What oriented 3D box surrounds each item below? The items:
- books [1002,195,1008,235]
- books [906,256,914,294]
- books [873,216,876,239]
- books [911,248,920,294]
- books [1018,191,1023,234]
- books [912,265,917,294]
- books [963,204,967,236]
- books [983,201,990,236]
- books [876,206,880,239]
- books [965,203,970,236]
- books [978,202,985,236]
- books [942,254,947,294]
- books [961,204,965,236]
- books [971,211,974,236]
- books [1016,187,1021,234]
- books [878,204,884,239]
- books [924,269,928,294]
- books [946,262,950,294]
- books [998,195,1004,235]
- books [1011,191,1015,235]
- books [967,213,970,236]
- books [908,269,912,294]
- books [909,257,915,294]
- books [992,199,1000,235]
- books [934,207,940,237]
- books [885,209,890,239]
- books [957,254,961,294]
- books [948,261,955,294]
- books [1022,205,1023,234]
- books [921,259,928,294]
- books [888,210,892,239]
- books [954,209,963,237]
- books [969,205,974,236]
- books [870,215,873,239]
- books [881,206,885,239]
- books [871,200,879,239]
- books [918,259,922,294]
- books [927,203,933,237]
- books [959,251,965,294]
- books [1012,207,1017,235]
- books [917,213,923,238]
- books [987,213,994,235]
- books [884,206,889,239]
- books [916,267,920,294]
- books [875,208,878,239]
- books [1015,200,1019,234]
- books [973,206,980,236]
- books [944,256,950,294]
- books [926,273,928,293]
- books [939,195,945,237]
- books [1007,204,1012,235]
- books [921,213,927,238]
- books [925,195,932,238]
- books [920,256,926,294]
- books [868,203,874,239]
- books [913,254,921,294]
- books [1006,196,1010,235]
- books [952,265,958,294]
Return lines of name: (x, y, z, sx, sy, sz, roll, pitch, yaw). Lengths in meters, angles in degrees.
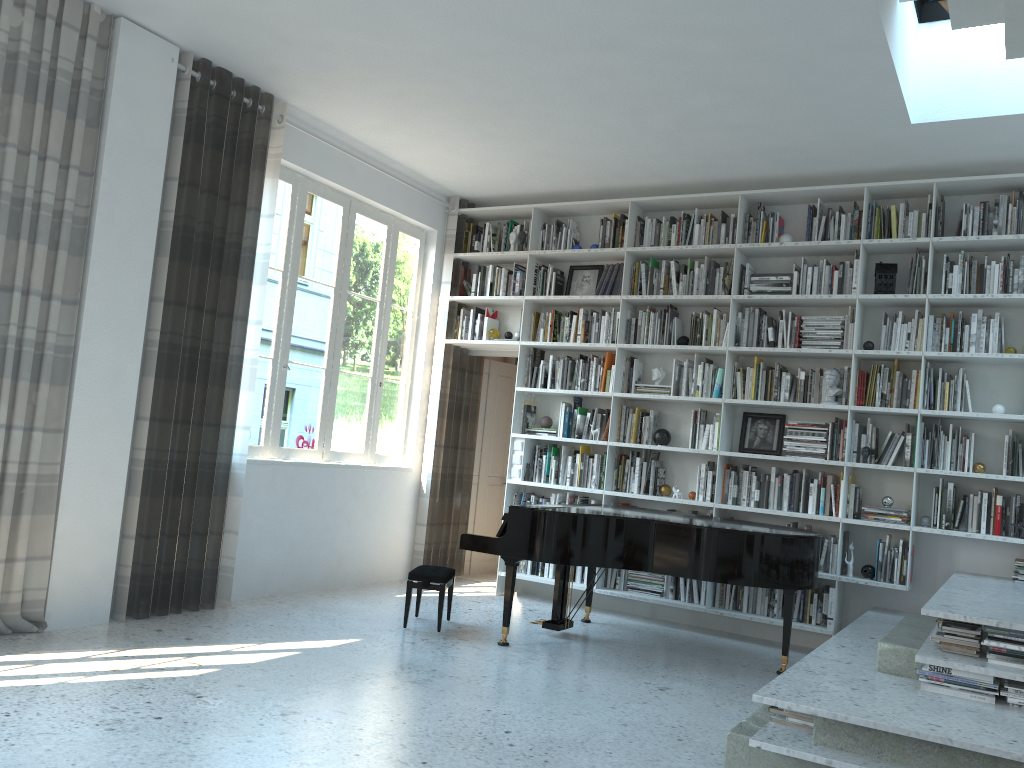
books: (3.139, -1.036, 5.649, 0.017, 0.295, 0.139, 3, -4, 30)
books: (2.629, -0.690, 5.855, 0.021, 0.272, 0.190, 3, -4, 30)
books: (2.473, -1.022, 6.015, 0.015, 0.192, 0.160, 3, -4, 30)
books: (2.668, -0.719, 5.869, 0.025, 0.339, 0.143, 3, -4, 30)
books: (3.195, -1.039, 5.574, 0.015, 0.299, 0.183, 3, -4, 30)
books: (2.666, -0.658, 5.863, 0.024, 0.217, 0.169, 3, -4, 30)
books: (2.940, -1.023, 5.746, 0.011, 0.244, 0.172, 3, -4, 30)
books: (3.043, -1.023, 5.689, 0.021, 0.256, 0.169, 3, -4, 30)
books: (2.486, -1.056, 5.999, 0.006, 0.259, 0.166, 3, -4, 30)
books: (2.955, -1.027, 5.749, 0.012, 0.255, 0.133, 3, -4, 30)
books: (3.020, -1.024, 5.700, 0.030, 0.255, 0.161, 3, -4, 30)
books: (2.814, -0.684, 5.768, 0.012, 0.285, 0.159, 3, -4, 30)
books: (2.927, -1.024, 5.743, 0.009, 0.244, 0.173, 3, -4, 30)
books: (2.983, -1.000, 5.736, 0.009, 0.205, 0.146, 3, -4, 30)
books: (3.195, -1.052, 5.595, 0.007, 0.329, 0.184, 3, -4, 30)
books: (2.498, -1.064, 6.007, 0.007, 0.279, 0.150, 3, -4, 30)
books: (2.735, -0.645, 5.844, 0.015, 0.200, 0.130, 3, -4, 30)
books: (2.839, -0.659, 5.767, 0.012, 0.239, 0.139, 3, -4, 30)
books: (3.115, -1.037, 5.649, 0.024, 0.292, 0.167, 3, -4, 30)
books: (3.167, -1.045, 5.612, 0.006, 0.312, 0.179, 3, -4, 30)
books: (2.956, -0.992, 5.732, 0.009, 0.183, 0.160, 3, -4, 30)
books: (2.651, -0.649, 5.883, 0.022, 0.199, 0.143, 3, -4, 30)
books: (2.650, -0.688, 5.858, 0.022, 0.271, 0.181, 3, -4, 30)
books: (3.080, -1.024, 5.640, 0.028, 0.258, 0.185, 3, -4, 30)
books: (2.796, -1.024, 5.816, 0.033, 0.229, 0.175, 3, -4, 30)
books: (2.532, -1.041, 5.962, 0.015, 0.233, 0.171, 3, -4, 30)
books: (2.892, -0.679, 5.730, 0.011, 0.283, 0.173, 3, -4, 30)
books: (2.853, -0.661, 5.753, 0.026, 0.243, 0.148, 3, -4, 30)
books: (3.225, -1.025, 5.587, 0.012, 0.280, 0.144, 3, -4, 30)
books: (2.702, -0.675, 5.813, 0.013, 0.248, 0.186, 3, -4, 30)
books: (2.561, -1.051, 5.988, 0.007, 0.264, 0.133, 3, -4, 30)
books: (2.898, -1.007, 5.750, 0.046, 0.206, 0.183, 3, -4, 30)
books: (2.961, -1.015, 5.718, 0.013, 0.229, 0.174, 3, -4, 30)
books: (2.459, -1.028, 6.036, 0.016, 0.204, 0.143, 3, -4, 30)
books: (2.510, -1.055, 5.988, 0.034, 0.260, 0.157, 3, -4, 30)
books: (2.465, -1.076, 6.018, 0.007, 0.298, 0.181, 3, -4, 30)
books: (2.690, -0.677, 5.837, 0.005, 0.255, 0.159, 3, -4, 30)
books: (2.756, -1.039, 5.831, 0.029, 0.253, 0.186, 3, -4, 30)
books: (2.901, -0.690, 5.719, 0.014, 0.306, 0.152, 3, -4, 30)
books: (3.164, -0.991, 5.589, 0.018, 0.200, 0.188, 3, -4, 30)
books: (2.712, -1.014, 5.880, 0.025, 0.203, 0.162, 3, -4, 30)
books: (3.071, -0.987, 5.688, 0.031, 0.190, 0.132, 3, -4, 30)
books: (2.533, -1.053, 5.984, 0.008, 0.262, 0.142, 3, -4, 30)
books: (2.685, -0.655, 5.849, 0.013, 0.210, 0.140, 3, -4, 30)
books: (2.472, -1.048, 5.989, 0.007, 0.239, 0.191, 3, -4, 30)
books: (3.185, -1.014, 5.597, 0.008, 0.251, 0.170, 3, -4, 30)
books: (2.994, -1.011, 5.714, 0.028, 0.226, 0.163, 3, -4, 30)
books: (2.834, -0.679, 5.779, 0.011, 0.279, 0.133, 3, -4, 30)
books: (2.727, -0.656, 5.797, 0.008, 0.213, 0.224, 3, -4, 30)
books: (2.813, -1.061, 5.801, 0.019, 0.304, 0.176, 3, -4, 30)
books: (3.150, -1.006, 5.611, 0.018, 0.231, 0.160, 3, -4, 30)
books: (2.729, -1.009, 5.861, 0.022, 0.194, 0.182, 3, -4, 30)
books: (2.759, -1.074, 5.872, 0.012, 0.329, 0.128, 3, -4, 30)
books: (2.714, -0.691, 5.857, 0.013, 0.288, 0.131, 3, -4, 30)
books: (2.442, -1.067, 6.026, 0.008, 0.278, 0.170, 3, -4, 30)
books: (2.668, -0.696, 5.841, 0.021, 0.288, 0.179, 3, -4, 30)
books: (3.151, -1.031, 5.635, 0.007, 0.285, 0.159, 3, -4, 30)
books: (2.864, -0.644, 5.723, 0.026, 0.207, 0.181, 3, -4, 30)
